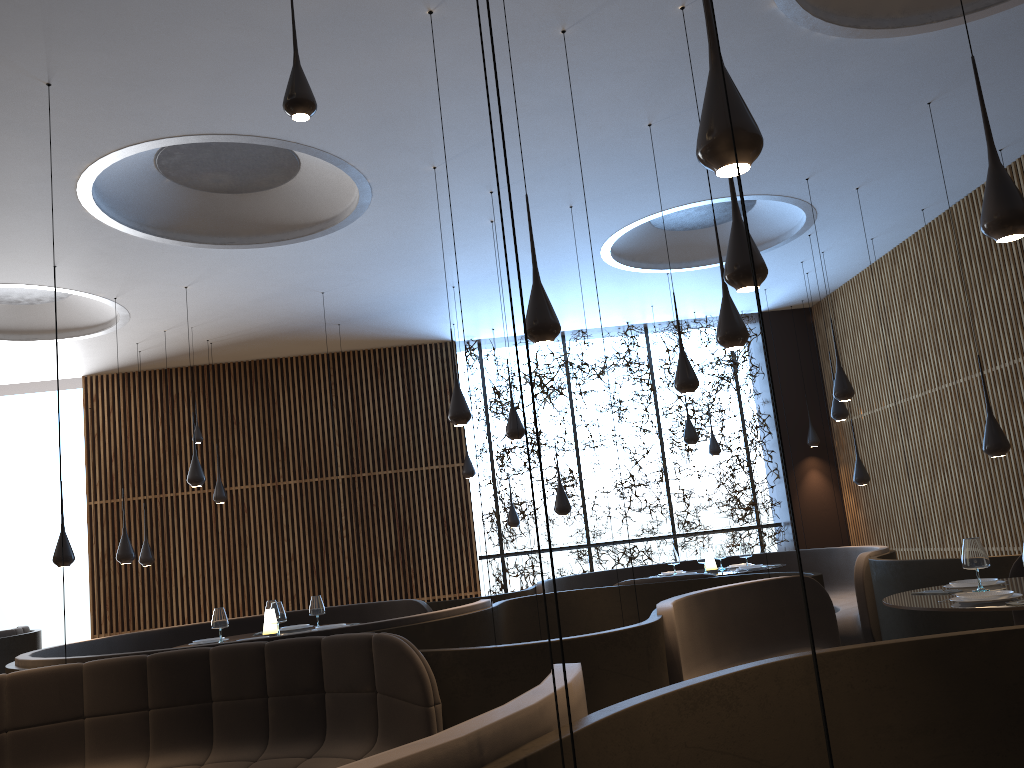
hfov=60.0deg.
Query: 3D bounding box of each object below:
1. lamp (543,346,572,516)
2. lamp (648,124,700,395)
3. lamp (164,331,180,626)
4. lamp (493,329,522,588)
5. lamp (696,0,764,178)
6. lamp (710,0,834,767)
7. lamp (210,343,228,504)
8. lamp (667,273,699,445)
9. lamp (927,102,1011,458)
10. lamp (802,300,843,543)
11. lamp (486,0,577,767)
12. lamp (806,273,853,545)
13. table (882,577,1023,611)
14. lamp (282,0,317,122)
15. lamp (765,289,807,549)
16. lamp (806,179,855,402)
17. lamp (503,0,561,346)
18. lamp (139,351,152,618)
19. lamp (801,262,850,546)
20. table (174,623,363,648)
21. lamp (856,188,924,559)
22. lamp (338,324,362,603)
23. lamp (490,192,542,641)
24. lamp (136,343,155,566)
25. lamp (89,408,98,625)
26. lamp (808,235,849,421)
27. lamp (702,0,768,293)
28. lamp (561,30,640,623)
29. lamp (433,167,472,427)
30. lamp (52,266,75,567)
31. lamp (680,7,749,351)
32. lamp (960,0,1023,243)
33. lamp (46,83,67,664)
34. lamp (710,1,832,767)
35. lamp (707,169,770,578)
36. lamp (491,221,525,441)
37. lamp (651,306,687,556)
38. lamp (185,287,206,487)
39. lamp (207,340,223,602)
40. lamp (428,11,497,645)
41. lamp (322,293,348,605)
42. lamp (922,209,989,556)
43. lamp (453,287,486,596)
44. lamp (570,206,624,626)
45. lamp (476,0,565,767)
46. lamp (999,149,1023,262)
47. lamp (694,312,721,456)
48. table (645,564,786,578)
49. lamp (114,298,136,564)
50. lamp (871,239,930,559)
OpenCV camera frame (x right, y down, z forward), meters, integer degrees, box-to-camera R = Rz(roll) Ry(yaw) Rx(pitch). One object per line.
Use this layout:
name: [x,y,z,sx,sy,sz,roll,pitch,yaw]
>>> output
lamp: [0.398,-0.022,9.843,0.196,2.949,0.197,-5,-9,-9]
lamp: [1.238,-1.012,7.018,0.196,2.215,0.196,-12,-11,31]
lamp: [-4.147,2.382,10.976,0.196,6.251,0.196,-10,-10,24]
lamp: [0.064,2.251,12.787,0.196,6.251,0.196,-10,-10,21]
lamp: [0.529,-1.715,2.782,0.196,2.215,0.197,-5,-9,-9]
lamp: [0.694,0.226,2.242,0.196,6.251,0.196,-14,-12,41]
lamp: [-4.052,0.521,12.123,0.196,2.215,0.196,-10,-10,21]
lamp: [2.123,-0.330,11.228,0.196,2.215,0.197,-3,-9,-18]
lamp: [3.622,-0.883,7.127,0.196,2.949,0.197,-3,-9,-18]
lamp: [4.803,1.789,13.127,0.196,6.251,0.196,-10,-10,21]
lamp: [0.062,0.205,1.750,0.196,6.251,0.196,-14,-12,41]
lamp: [4.373,1.556,11.616,0.196,6.251,0.197,-3,-9,-18]
table: [2.930,1.590,4.658,1.671,1.020,1.680,-4,-10,-14]
lamp: [-0.908,-1.779,3.584,0.133,1.502,0.133,-5,-9,-9]
lamp: [3.975,1.715,12.233,0.196,6.251,0.196,-10,-10,21]
lamp: [3.025,-0.927,8.546,0.196,2.215,0.197,-3,-9,-18]
lamp: [0.044,-1.297,4.749,0.196,2.215,0.196,-12,-11,31]
lamp: [-4.832,2.618,11.834,0.196,6.251,0.196,-7,-9,4]
lamp: [4.118,1.481,11.056,0.196,6.251,0.196,-8,-9,11]
table: [-2.025,2.682,7.586,1.673,1.020,1.679,-7,-10,6]
lamp: [3.895,1.057,8.638,0.196,6.251,0.196,-8,-9,11]
lamp: [-2.014,2.260,11.591,0.196,6.251,0.197,-1,-10,-28]
lamp: [0.152,1.299,7.701,0.196,6.251,0.196,-12,-10,31]
lamp: [-4.874,0.903,11.680,0.196,2.949,0.197,-3,-9,-18]
lamp: [-5.598,3.410,11.991,0.196,6.251,0.197,-1,-10,-28]
lamp: [3.636,-0.670,10.299,0.196,2.215,0.197,-3,-9,-18]
lamp: [0.938,-1.511,4.149,0.196,2.215,0.197,-5,-9,-9]
lamp: [0.675,0.787,5.252,0.196,6.251,0.196,-12,-10,31]
lamp: [-0.537,-0.751,7.367,0.196,2.215,0.196,-12,-11,31]
lamp: [-4.389,0.277,8.595,0.196,2.949,0.196,1,-11,-38]
lamp: [1.203,-1.298,5.454,0.196,2.215,0.196,-12,-11,31]
lamp: [1.922,-1.683,3.809,0.196,2.215,0.197,-3,-9,-18]
lamp: [-2.634,1.145,5.207,0.196,6.251,0.196,-12,-10,31]
lamp: [1.011,1.188,2.827,0.196,6.251,0.196,-14,-12,41]
lamp: [1.996,0.995,7.165,0.196,6.251,0.196,-8,-9,11]
lamp: [-0.080,-0.543,8.740,0.196,2.215,0.196,-12,-11,31]
lamp: [2.387,1.932,12.453,0.196,6.251,0.196,-10,-10,21]
lamp: [-3.508,0.014,9.697,0.196,2.215,0.197,-5,-9,-9]
lamp: [-3.823,2.471,11.648,0.196,6.251,0.196,-7,-9,4]
lamp: [-0.153,0.812,4.896,0.196,6.251,0.196,-12,-10,31]
lamp: [-1.923,1.978,10.122,0.196,6.251,0.196,-14,-12,41]
lamp: [4.978,1.101,9.521,0.196,6.251,0.196,-10,-10,21]
lamp: [-0.380,1.870,10.467,0.196,6.251,0.196,-14,-12,41]
lamp: [0.926,1.319,8.275,0.196,6.251,0.196,-12,-10,31]
lamp: [0.123,0.921,2.004,0.196,6.251,0.196,-14,-12,41]
lamp: [4.819,-1.162,8.351,0.196,2.215,0.197,-3,-9,-18]
lamp: [2.919,-0.012,13.418,0.196,2.215,0.196,-10,-10,21]
table: [2.375,2.683,10.221,1.673,1.020,1.678,3,-14,-42]
lamp: [-4.305,0.482,9.751,0.196,2.949,0.196,-14,-12,41]
lamp: [4.761,1.287,10.396,0.196,6.251,0.196,-8,-9,11]
